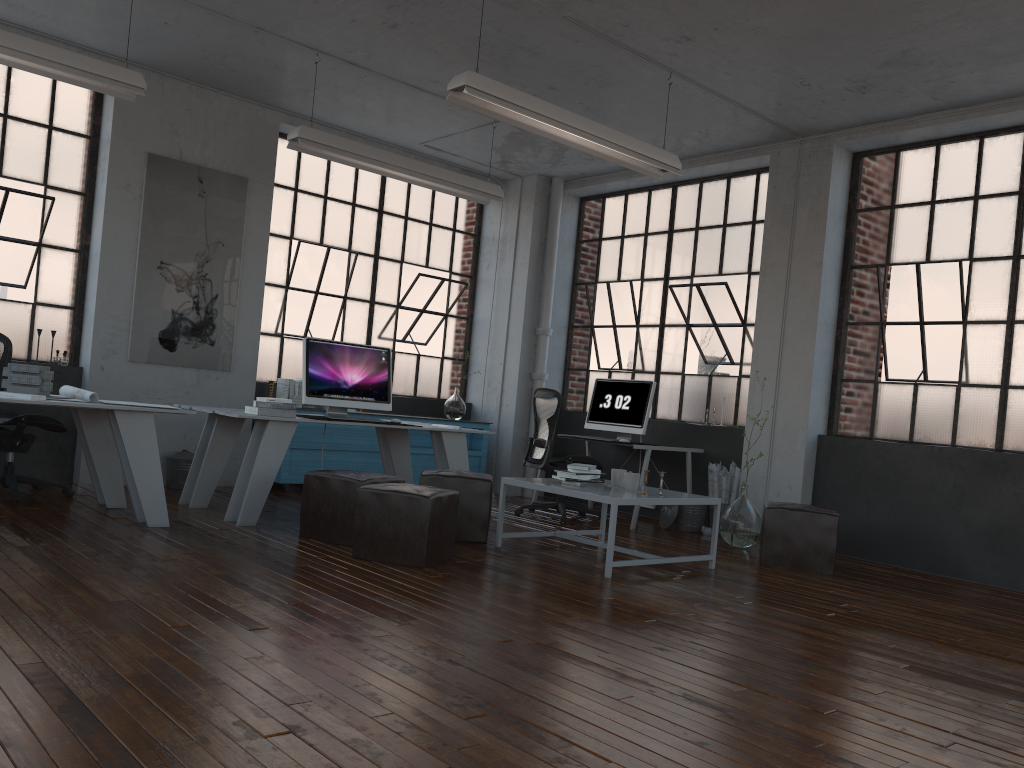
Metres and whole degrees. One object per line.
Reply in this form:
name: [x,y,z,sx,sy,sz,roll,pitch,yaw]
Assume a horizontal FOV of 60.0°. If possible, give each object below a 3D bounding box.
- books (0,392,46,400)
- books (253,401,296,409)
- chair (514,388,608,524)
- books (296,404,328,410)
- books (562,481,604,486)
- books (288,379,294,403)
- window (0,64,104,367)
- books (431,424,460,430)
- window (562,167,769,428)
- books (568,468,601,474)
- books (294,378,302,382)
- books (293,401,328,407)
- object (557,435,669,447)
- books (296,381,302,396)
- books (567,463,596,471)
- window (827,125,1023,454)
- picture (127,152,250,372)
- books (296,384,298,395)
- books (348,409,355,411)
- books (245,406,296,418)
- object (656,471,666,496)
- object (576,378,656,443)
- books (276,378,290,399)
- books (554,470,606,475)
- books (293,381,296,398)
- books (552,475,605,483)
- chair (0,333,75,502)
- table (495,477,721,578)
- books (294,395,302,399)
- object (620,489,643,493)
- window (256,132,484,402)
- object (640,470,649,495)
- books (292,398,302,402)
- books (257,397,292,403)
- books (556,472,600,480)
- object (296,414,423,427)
books: [-2.728,0.065,4.883,0.235,0.024,0.200,5,-1,-5]
books: [-1.564,0.138,5.841,0.257,0.044,0.193,6,-2,-21]
chair: [0.431,0.595,7.547,0.793,1.085,0.769,6,-1,-37]
books: [-1.767,0.201,7.784,0.259,0.032,0.191,7,-2,-39]
books: [0.451,0.630,5.658,0.218,0.028,0.171,7,-2,-41]
books: [-1.993,0.075,7.864,0.053,0.241,0.172,5,0,-41]
window: [-4.285,-1.372,6.184,2.594,2.391,0.669,6,0,-41]
books: [-0.502,0.323,6.709,0.205,0.019,0.243,5,-2,-1]
window: [1.454,-0.780,8.455,0.670,2.391,2.587,5,-1,-41]
books: [0.457,0.550,5.627,0.185,0.026,0.125,6,-1,-11]
books: [-1.873,0.092,7.977,0.170,0.284,0.175,6,0,-41]
books: [-1.766,0.173,7.773,0.242,0.023,0.191,7,-2,-43]
object: [0.865,0.507,7.844,0.688,0.008,0.847,7,-2,-40]
books: [-1.924,0.089,7.927,0.065,0.224,0.160,5,0,-41]
books: [0.441,0.525,5.614,0.141,0.026,0.202,5,-2,19]
window: [3.476,-0.654,6.140,0.670,2.391,2.587,5,-1,-41]
picture: [-2.622,-0.963,7.234,0.854,1.650,0.025,6,0,-41]
books: [-1.957,0.105,7.907,0.046,0.224,0.160,5,0,-41]
books: [-1.563,0.220,7.959,0.248,0.014,0.187,7,-2,-43]
books: [-1.594,0.183,5.849,0.272,0.050,0.200,7,-2,-41]
object: [0.902,0.599,5.352,0.055,0.153,0.055,5,0,25]
object: [0.895,0.225,7.844,0.377,0.553,0.713,6,-1,-40]
books: [-2.031,0.071,7.845,0.032,0.239,0.172,5,0,-41]
books: [0.434,0.564,5.649,0.275,0.014,0.199,7,-2,-41]
books: [-1.973,0.087,7.886,0.045,0.239,0.152,5,0,-41]
books: [0.420,0.604,5.646,0.274,0.025,0.210,6,-2,-21]
chair: [-3.390,0.200,5.986,0.770,1.085,0.793,5,0,18]
table: [0.603,0.877,5.601,0.993,0.445,0.971,6,-2,-41]
books: [-1.766,0.125,7.777,0.240,0.028,0.190,7,-2,-39]
object: [0.738,0.661,5.475,0.137,0.003,0.137,6,-2,-20]
window: [-1.360,-1.032,8.761,2.594,2.391,0.669,6,0,-41]
object: [0.799,0.590,5.303,0.052,0.148,0.052,5,0,-1]
books: [-1.763,0.151,7.785,0.259,0.023,0.211,7,-2,-41]
books: [-1.570,0.106,5.853,0.185,0.030,0.152,7,-2,-41]
books: [0.424,0.581,5.646,0.200,0.031,0.272,5,-2,24]
object: [-1.169,0.260,6.379,0.849,0.008,0.686,7,-2,-40]
